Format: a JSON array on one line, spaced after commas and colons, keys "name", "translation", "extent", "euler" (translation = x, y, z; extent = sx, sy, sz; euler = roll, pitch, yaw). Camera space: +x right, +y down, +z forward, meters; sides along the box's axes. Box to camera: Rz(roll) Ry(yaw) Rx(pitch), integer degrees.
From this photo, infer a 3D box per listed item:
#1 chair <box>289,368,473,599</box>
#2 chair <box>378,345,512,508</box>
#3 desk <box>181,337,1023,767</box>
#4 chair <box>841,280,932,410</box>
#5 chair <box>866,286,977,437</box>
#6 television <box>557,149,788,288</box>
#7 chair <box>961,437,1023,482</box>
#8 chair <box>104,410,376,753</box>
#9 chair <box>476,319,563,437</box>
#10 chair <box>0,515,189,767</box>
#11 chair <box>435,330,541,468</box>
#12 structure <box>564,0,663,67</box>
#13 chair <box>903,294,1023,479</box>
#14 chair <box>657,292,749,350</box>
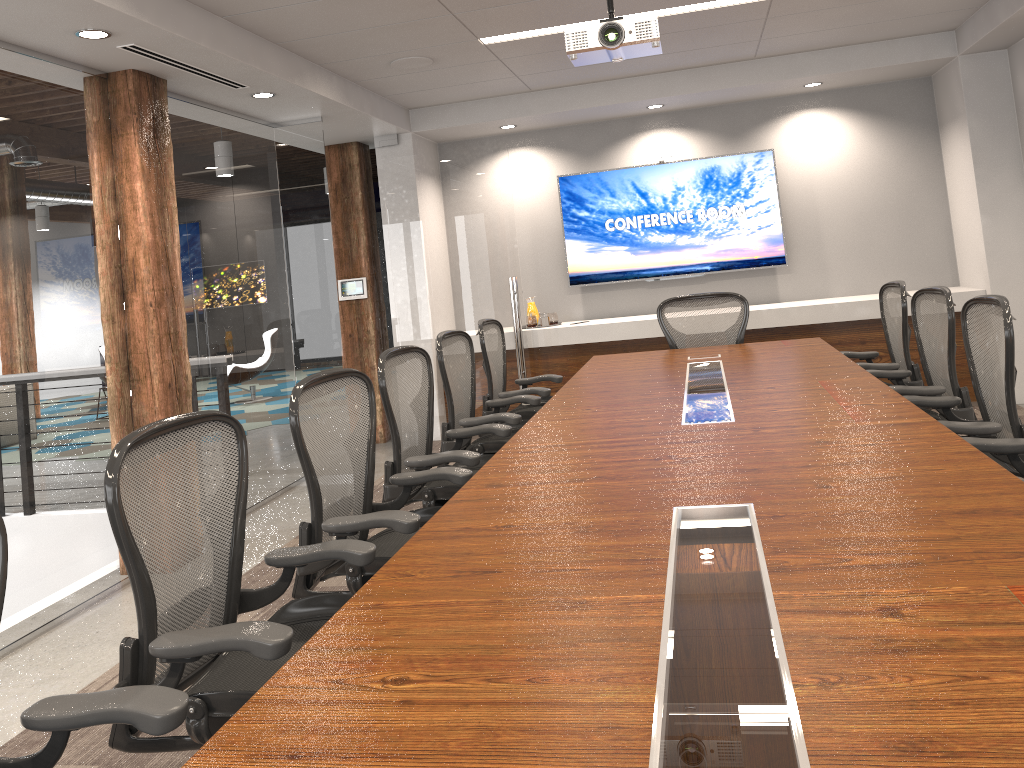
[{"name": "chair", "translation": [-0.346, 0.487, 2.857], "extent": [0.793, 1.096, 0.768], "euler": [-6, 0, -2]}, {"name": "chair", "translation": [-0.167, 0.369, 3.619], "extent": [0.760, 1.096, 0.802], "euler": [-6, 0, 5]}, {"name": "desk", "translation": [0.621, 0.591, 2.535], "extent": [1.397, 0.753, 6.096], "euler": [-5, 7, 13]}, {"name": "chair", "translation": [1.908, -0.002, 4.823], "extent": [0.757, 1.096, 0.804], "euler": [-6, 0, 14]}, {"name": "chair", "translation": [1.746, 0.116, 4.042], "extent": [0.756, 1.096, 0.805], "euler": [-6, 0, 23]}, {"name": "television", "translation": [1.388, -1.479, 7.704], "extent": [1.900, 1.115, 0.065], "euler": [-5, -3, 12]}, {"name": "chair", "translation": [1.389, 0.358, 2.461], "extent": [0.757, 1.096, 0.804], "euler": [-6, 0, 14]}, {"name": "chair", "translation": [-0.511, 0.609, 2.050], "extent": [0.761, 1.096, 0.801], "euler": [-6, 0, 2]}, {"name": "chair", "translation": [0.160, 0.132, 5.187], "extent": [0.757, 1.096, 0.804], "euler": [-6, 0, 18]}, {"name": "chair", "translation": [-0.761, 0.732, 1.301], "extent": [0.794, 1.096, 0.767], "euler": [-6, 0, -6]}, {"name": "chair", "translation": [-0.045, 0.249, 4.443], "extent": [0.793, 1.096, 0.768], "euler": [-6, 0, -4]}, {"name": "structure", "translation": [0.499, -1.874, 4.397], "extent": [0.458, 0.458, 0.319], "euler": [-5, 0, 12]}, {"name": "chair", "translation": [1.600, 0.239, 3.212], "extent": [0.793, 1.096, 0.768], "euler": [-6, 0, -2]}, {"name": "chair", "translation": [1.274, -0.018, 5.450], "extent": [0.771, 1.096, 0.790], "euler": [-6, 0, -4]}]
